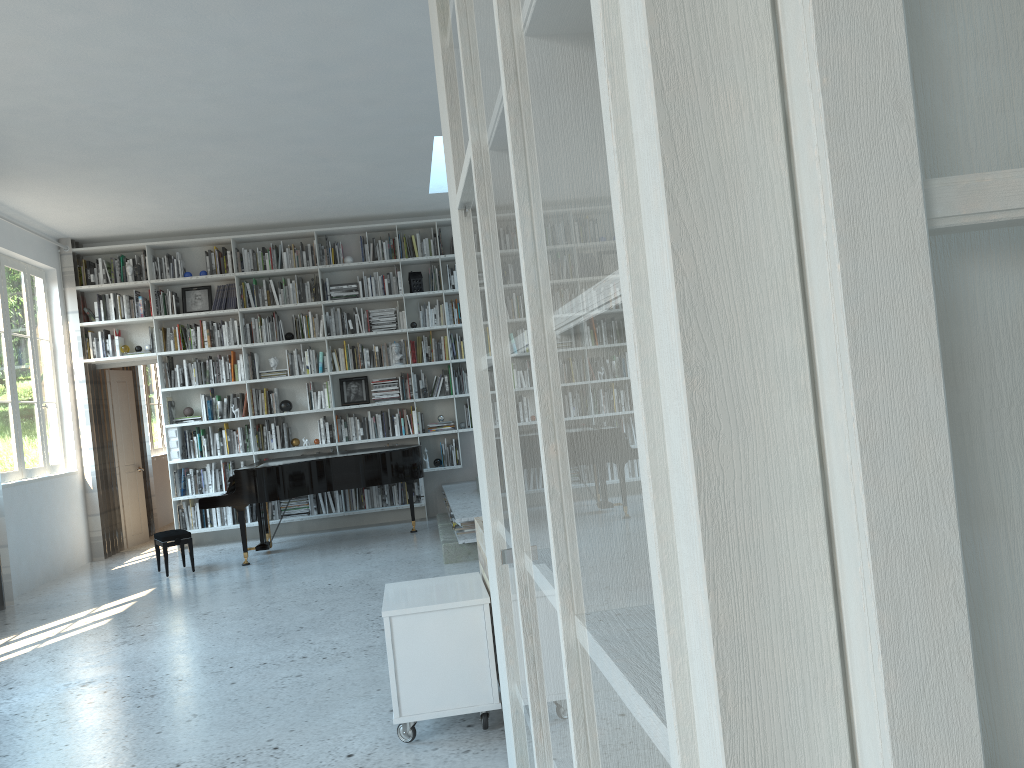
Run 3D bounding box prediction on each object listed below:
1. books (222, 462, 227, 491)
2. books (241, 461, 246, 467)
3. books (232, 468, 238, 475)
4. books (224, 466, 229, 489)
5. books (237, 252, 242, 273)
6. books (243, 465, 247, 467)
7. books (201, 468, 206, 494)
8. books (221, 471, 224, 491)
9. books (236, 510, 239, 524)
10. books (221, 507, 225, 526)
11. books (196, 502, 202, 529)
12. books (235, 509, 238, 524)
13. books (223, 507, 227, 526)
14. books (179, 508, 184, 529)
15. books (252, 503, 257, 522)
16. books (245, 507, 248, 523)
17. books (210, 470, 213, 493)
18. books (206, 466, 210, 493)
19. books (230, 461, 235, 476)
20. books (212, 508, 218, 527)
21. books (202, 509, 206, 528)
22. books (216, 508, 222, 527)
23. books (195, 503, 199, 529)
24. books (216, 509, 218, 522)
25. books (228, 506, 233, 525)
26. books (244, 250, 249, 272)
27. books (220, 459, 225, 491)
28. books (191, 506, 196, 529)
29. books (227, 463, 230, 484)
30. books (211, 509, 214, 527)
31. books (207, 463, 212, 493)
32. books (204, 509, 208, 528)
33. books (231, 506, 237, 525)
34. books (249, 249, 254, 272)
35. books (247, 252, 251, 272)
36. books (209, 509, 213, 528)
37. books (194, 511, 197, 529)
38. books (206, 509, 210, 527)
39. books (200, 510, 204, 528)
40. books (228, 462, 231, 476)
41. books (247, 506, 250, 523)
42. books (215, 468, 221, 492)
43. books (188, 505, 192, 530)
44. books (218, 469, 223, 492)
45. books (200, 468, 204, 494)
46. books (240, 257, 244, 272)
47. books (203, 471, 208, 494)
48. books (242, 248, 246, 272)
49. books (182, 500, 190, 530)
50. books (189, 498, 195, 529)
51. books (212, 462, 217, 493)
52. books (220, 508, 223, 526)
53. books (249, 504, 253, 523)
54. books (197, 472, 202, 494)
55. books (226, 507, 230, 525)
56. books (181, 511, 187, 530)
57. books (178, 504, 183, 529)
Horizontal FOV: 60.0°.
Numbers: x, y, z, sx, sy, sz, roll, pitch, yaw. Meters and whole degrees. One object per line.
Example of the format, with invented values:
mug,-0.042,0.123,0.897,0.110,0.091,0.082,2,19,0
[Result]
books,-2.965,0.958,9.194,0.012,0.295,0.176,-6,0,-7
books,-2.785,0.943,9.230,0.025,0.288,0.130,-6,0,-7
books,-2.850,0.986,9.213,0.059,0.216,0.177,-6,0,-7
books,-2.945,0.977,9.214,0.029,0.254,0.153,-6,0,-7
books,-2.829,-1.248,9.243,0.029,0.237,0.156,-6,0,-7
books,-2.761,0.965,9.206,0.011,0.239,0.174,-6,0,-7
books,-3.173,1.001,9.157,0.010,0.252,0.177,-6,0,-7
books,-2.988,1.004,9.203,0.013,0.209,0.154,-6,0,-7
books,-2.837,1.338,9.221,0.024,0.214,0.137,-6,0,-7
books,-2.977,1.326,9.184,0.025,0.266,0.159,-6,0,-7
books,-3.215,1.351,9.156,0.023,0.266,0.177,-6,0,-7
books,-2.861,1.292,9.221,0.013,0.310,0.130,-6,0,-7
books,-2.952,1.347,9.186,0.021,0.218,0.190,-6,0,-7
books,-3.393,1.394,9.153,0.023,0.216,0.158,-6,0,-7
books,-2.675,1.300,9.240,0.065,0.256,0.156,-6,0,-7
books,-2.761,1.305,9.239,0.040,0.264,0.137,-6,0,-7
books,-3.098,1.004,9.194,0.012,0.232,0.148,-6,0,-7
books,-3.139,0.987,9.194,0.013,0.273,0.146,-6,0,-7
books,-2.890,0.948,9.206,0.013,0.301,0.172,-6,0,-7
books,-3.058,1.367,9.170,0.030,0.201,0.168,-6,0,-7
books,-3.173,1.353,9.180,0.022,0.252,0.139,-6,0,-7
books,-3.019,1.330,9.179,0.031,0.266,0.186,-6,0,-7
books,-3.232,1.354,9.147,0.013,0.261,0.174,-6,0,-7
books,-3.041,1.361,9.202,0.014,0.211,0.146,-6,0,-7
books,-2.895,1.357,9.185,0.031,0.188,0.190,-6,-1,-7
books,-2.756,-1.264,9.257,0.031,0.254,0.145,-6,0,-7
books,-2.978,0.944,9.184,0.014,0.325,0.170,-6,0,-7
books,-3.270,1.376,9.155,0.022,0.226,0.154,-6,0,-7
books,-2.926,0.960,9.219,0.013,0.284,0.139,-6,0,-7
books,-3.090,1.348,9.191,0.022,0.246,0.135,-6,0,-7
books,-3.120,0.972,9.189,0.027,0.299,0.142,-6,0,-7
books,-3.148,1.366,9.172,0.022,0.221,0.163,-6,0,-7
books,-2.872,1.326,9.188,0.023,0.244,0.188,-6,0,-7
books,-2.706,-1.267,9.262,0.023,0.251,0.170,-6,0,-7
books,-2.727,-1.249,9.256,0.023,0.220,0.181,-6,0,-7
books,-3.108,1.322,9.169,0.013,0.300,0.183,-6,0,-7
books,-3.248,1.394,9.164,0.022,0.186,0.145,-6,0,-7
books,-3.127,1.346,9.181,0.027,0.256,0.160,-6,0,-7
books,-3.192,1.379,9.174,0.022,0.205,0.158,-6,0,-7
books,-2.907,0.955,9.209,0.022,0.290,0.137,-6,0,-7
books,-2.729,1.285,9.213,0.021,0.295,0.188,-6,0,-7
books,-3.039,0.994,9.202,0.031,0.239,0.132,-6,0,-7
books,-3.306,1.370,9.159,0.024,0.246,0.143,-6,0,-7
books,-3.009,0.998,9.201,0.028,0.225,0.134,-6,0,-7
books,-3.185,1.000,9.161,0.013,0.257,0.189,-6,0,-7
books,-2.802,-1.223,9.261,0.024,0.183,0.133,-6,0,-7
books,-3.155,1.011,9.173,0.028,0.229,0.157,-6,0,-7
books,-2.786,-1.273,9.273,0.021,0.279,0.140,-6,0,-7
books,-3.341,1.350,9.149,0.044,0.294,0.181,-6,0,-7
books,-3.292,1.332,9.159,0.011,0.318,0.157,-6,0,-7
books,-3.074,0.963,9.176,0.039,0.307,0.172,-6,0,-7
books,-3.001,1.309,9.200,0.014,0.304,0.139,-6,0,-7
books,-2.713,1.280,9.213,0.012,0.303,0.165,-6,0,-7
books,-3.203,1.019,9.156,0.028,0.223,0.189,-6,0,-7
books,-2.927,1.351,9.188,0.028,0.206,0.171,-6,0,-7
books,-3.363,1.404,9.130,0.029,0.190,0.176,-6,0,-7
books,-3.412,1.377,9.151,0.012,0.254,0.161,-6,0,-7
